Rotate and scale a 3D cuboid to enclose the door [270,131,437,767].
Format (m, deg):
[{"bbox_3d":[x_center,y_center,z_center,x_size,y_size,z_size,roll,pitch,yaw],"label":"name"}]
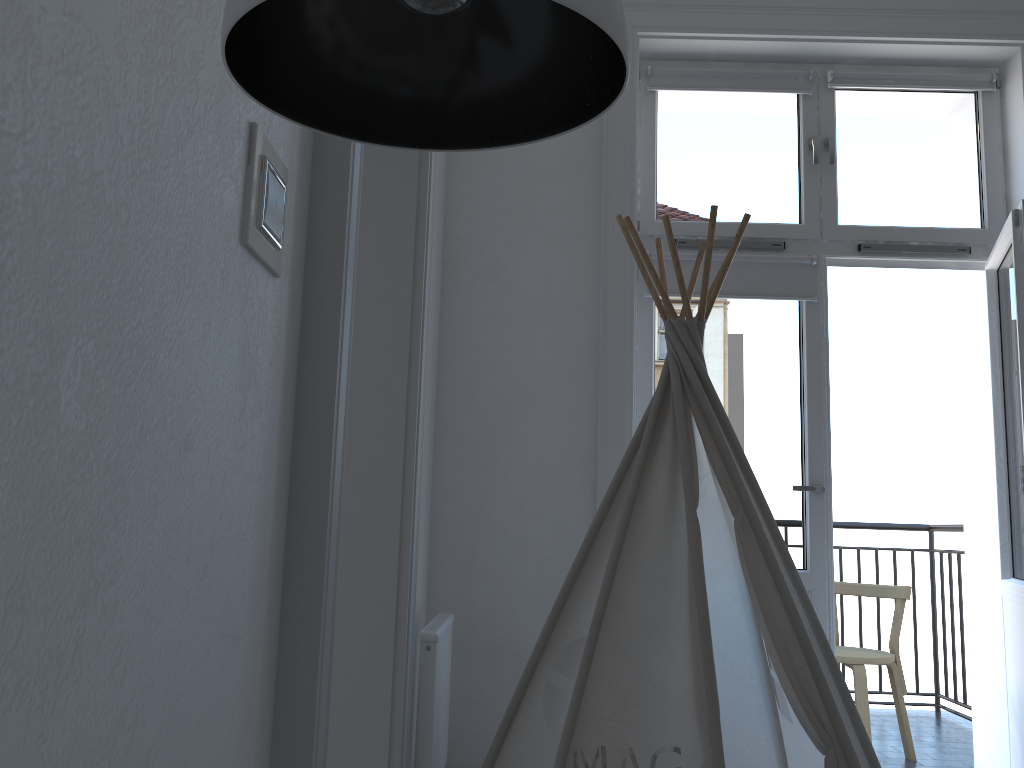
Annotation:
[{"bbox_3d":[-0.403,0.130,1.807,0.505,2.174,1.467,4,-9,-14],"label":"door"}]

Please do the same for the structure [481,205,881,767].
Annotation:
[{"bbox_3d":[0.400,0.416,2.058,1.143,1.747,1.144,6,-10,-23],"label":"structure"}]

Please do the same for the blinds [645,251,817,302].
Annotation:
[{"bbox_3d":[0.726,-0.358,2.940,0.565,0.158,0.032,2,-9,1],"label":"blinds"}]

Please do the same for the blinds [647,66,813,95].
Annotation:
[{"bbox_3d":[0.748,-1.043,3.045,0.565,0.087,0.032,2,-9,1],"label":"blinds"}]

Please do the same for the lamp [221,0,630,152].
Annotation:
[{"bbox_3d":[-0.158,-0.502,0.311,0.200,0.655,0.652,-4,-11,34],"label":"lamp"}]

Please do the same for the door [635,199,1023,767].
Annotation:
[{"bbox_3d":[0.993,0.408,2.589,1.264,1.836,0.637,1,-9,3],"label":"door"}]

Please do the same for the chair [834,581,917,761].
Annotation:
[{"bbox_3d":[1.424,1.208,3.751,0.498,0.714,0.437,10,-12,-43],"label":"chair"}]

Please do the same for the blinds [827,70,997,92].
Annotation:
[{"bbox_3d":[1.369,-1.038,3.035,0.565,0.060,0.032,2,-9,1],"label":"blinds"}]

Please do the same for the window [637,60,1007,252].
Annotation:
[{"bbox_3d":[1.045,-0.785,3.022,1.263,0.659,0.101,2,-9,1],"label":"window"}]

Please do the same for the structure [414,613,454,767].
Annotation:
[{"bbox_3d":[-0.200,0.849,2.321,0.075,0.460,0.636,2,-9,-2],"label":"structure"}]
